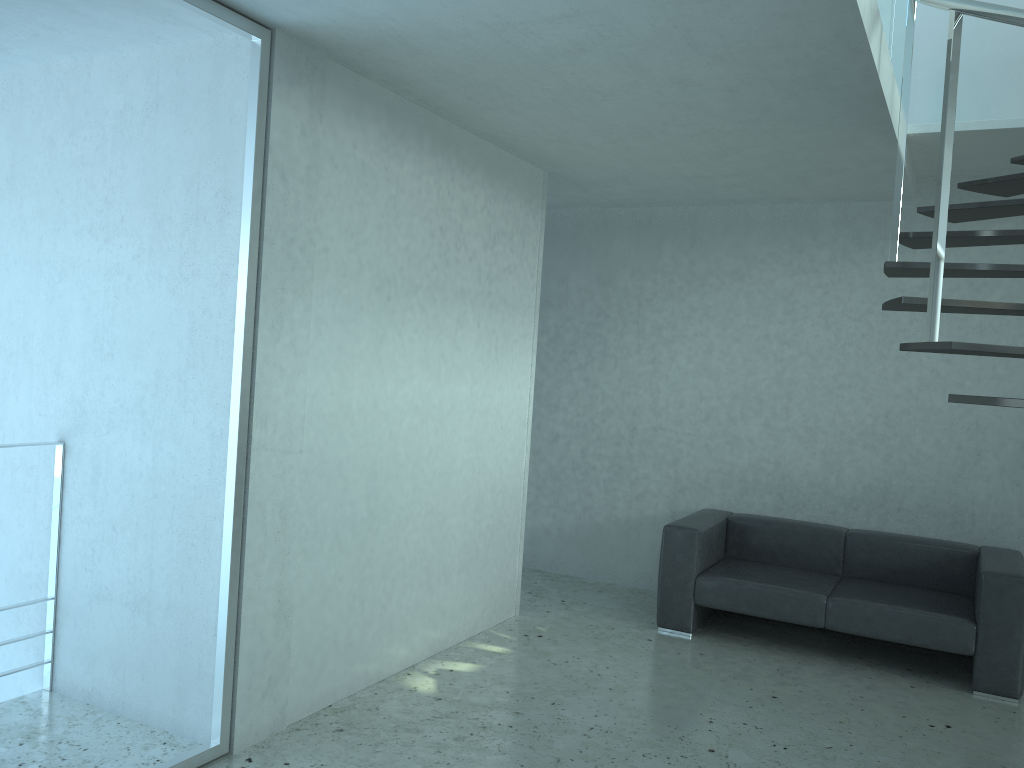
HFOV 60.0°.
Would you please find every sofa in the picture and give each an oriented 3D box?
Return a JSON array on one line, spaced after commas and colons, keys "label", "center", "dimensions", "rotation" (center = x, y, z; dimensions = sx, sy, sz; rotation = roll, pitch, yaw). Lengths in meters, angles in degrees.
[{"label": "sofa", "center": [1.991, 1.249, 5.430], "dimensions": [2.025, 0.652, 0.943], "rotation": [4, 1, 27]}]

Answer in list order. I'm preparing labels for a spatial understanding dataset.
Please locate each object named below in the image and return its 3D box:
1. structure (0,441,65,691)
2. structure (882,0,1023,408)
[{"label": "structure", "center": [-4.309, 1.581, 4.208], "dimensions": [4.222, 2.960, 1.606], "rotation": [4, 1, 27]}, {"label": "structure", "center": [2.847, -0.384, 3.424], "dimensions": [2.655, 4.156, 3.780], "rotation": [4, 1, 27]}]
